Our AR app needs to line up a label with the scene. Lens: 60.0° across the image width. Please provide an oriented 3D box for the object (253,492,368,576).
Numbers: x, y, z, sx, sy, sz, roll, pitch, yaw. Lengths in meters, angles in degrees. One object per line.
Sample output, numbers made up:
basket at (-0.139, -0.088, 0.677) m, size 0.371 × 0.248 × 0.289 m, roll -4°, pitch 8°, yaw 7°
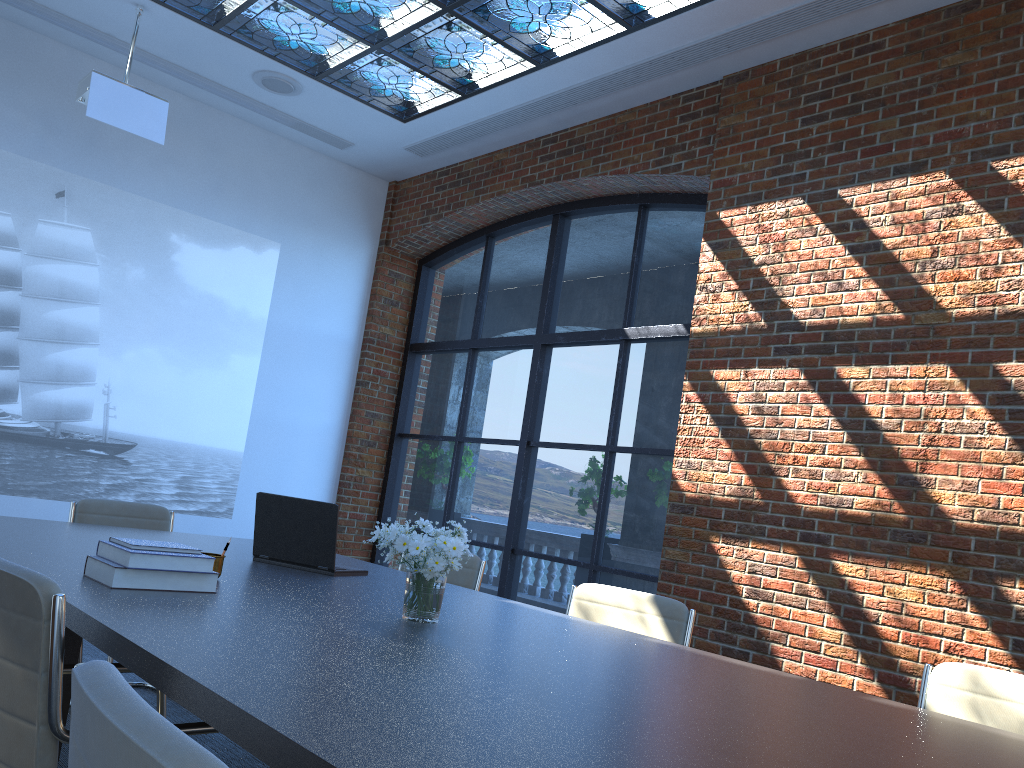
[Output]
object at (-0.817, 0.618, 3.648) m, size 0.389 × 0.281 × 0.325 m, roll 6°, pitch -8°, yaw 22°

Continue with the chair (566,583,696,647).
chair at (0.229, 1.210, 3.227) m, size 0.559 × 0.919 × 0.710 m, roll 4°, pitch -8°, yaw 37°

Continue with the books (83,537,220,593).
books at (-1.017, 0.513, 2.520) m, size 0.296 × 0.114 × 0.254 m, roll 15°, pitch -10°, yaw -42°

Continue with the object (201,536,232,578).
object at (-0.966, 0.552, 2.841) m, size 0.091 × 0.142 × 0.092 m, roll 5°, pitch -7°, yaw 26°

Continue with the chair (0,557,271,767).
chair at (-0.889, 0.867, 1.974) m, size 0.559 × 0.919 × 0.710 m, roll 3°, pitch -9°, yaw 42°

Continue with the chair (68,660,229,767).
chair at (-0.205, 0.838, 1.054) m, size 0.709 × 0.919 × 0.560 m, roll 13°, pitch -8°, yaw -37°

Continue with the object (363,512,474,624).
object at (-0.257, 0.539, 2.607) m, size 0.330 × 0.308 × 0.336 m, roll 13°, pitch -8°, yaw -30°

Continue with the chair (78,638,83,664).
chair at (-1.851, 0.877, 3.059) m, size 0.559 × 0.919 × 0.710 m, roll 2°, pitch -9°, yaw 44°

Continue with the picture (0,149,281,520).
picture at (-3.418, -0.387, 6.304) m, size 3.478 × 2.350 × 0.024 m, roll 15°, pitch -8°, yaw -41°

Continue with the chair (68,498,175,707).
chair at (-1.783, 1.058, 4.262) m, size 0.705 × 0.919 × 0.563 m, roll 3°, pitch -8°, yaw 37°

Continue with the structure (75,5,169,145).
structure at (-2.429, -1.988, 5.621) m, size 0.470 × 0.891 × 0.391 m, roll 14°, pitch -8°, yaw -41°

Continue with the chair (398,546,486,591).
chair at (-0.594, 1.239, 4.296) m, size 0.559 × 0.919 × 0.710 m, roll 4°, pitch -8°, yaw 37°

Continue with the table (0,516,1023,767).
table at (-0.420, 1.081, 2.592) m, size 1.818 × 0.806 × 4.502 m, roll 15°, pitch -10°, yaw -41°

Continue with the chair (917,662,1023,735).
chair at (1.138, 1.200, 2.203) m, size 0.710 × 0.919 × 0.560 m, roll 14°, pitch -9°, yaw -41°
